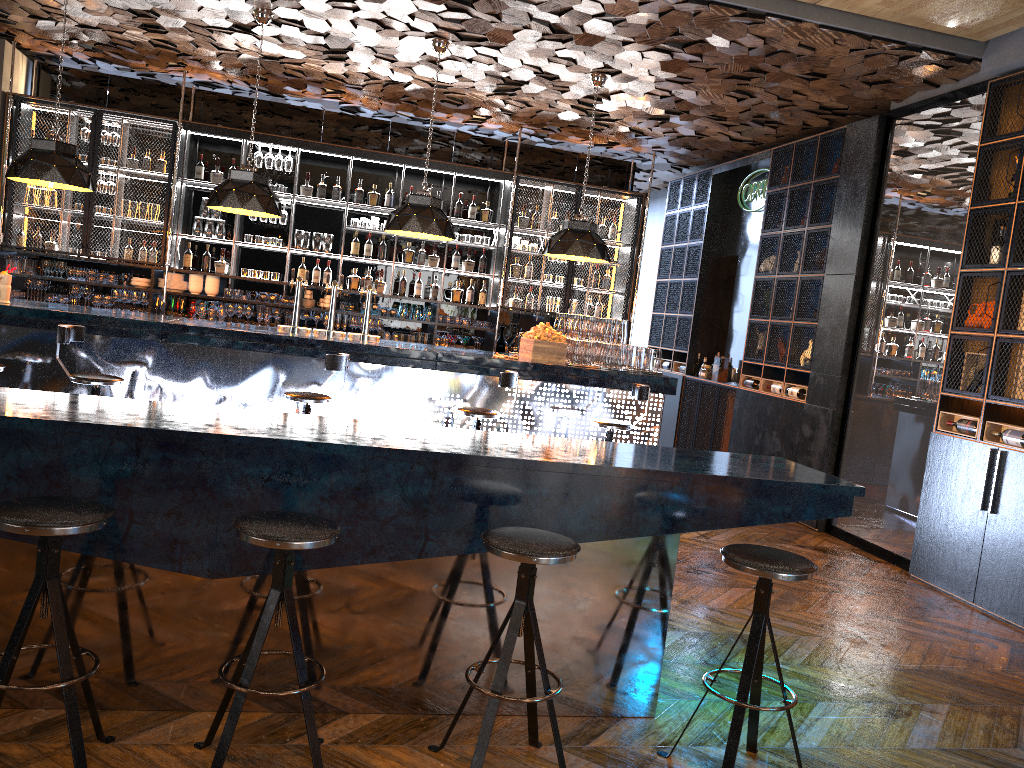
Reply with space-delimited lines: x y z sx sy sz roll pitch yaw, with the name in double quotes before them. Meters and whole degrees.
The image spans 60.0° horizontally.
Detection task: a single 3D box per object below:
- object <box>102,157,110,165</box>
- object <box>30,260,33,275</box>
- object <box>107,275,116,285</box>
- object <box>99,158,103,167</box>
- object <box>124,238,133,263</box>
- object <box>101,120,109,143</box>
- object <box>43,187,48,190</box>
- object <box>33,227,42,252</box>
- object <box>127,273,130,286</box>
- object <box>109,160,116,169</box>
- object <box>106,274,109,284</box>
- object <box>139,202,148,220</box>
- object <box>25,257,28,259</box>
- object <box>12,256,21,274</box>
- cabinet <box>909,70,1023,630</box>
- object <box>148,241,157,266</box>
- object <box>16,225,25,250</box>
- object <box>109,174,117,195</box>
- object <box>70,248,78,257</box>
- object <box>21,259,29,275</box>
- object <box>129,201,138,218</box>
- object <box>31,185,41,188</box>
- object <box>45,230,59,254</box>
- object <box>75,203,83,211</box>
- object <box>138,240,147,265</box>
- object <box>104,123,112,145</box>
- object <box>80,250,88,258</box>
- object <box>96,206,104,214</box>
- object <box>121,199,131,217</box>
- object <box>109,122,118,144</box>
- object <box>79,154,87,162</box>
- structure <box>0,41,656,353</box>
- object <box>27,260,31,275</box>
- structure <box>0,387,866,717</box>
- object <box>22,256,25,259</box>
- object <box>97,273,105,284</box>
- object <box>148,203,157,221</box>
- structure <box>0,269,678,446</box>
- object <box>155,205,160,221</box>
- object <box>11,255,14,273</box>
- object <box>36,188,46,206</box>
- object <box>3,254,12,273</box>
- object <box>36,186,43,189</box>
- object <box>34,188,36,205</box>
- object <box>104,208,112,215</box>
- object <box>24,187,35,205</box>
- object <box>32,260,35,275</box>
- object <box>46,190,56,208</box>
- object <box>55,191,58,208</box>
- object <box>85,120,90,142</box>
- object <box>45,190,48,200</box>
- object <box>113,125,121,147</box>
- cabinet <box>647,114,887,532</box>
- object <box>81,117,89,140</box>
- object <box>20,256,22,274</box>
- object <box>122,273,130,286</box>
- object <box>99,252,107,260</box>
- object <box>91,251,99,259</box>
"object" -4.167 -2.279 9.096 0.077 0.080 0.077 9 5 22
"object" -4.901 -1.187 9.008 0.051 0.152 0.058 10 6 38
"object" -4.095 -1.066 9.067 0.078 0.099 0.078 11 6 44
"object" -4.280 -2.302 9.223 0.077 0.080 0.077 11 6 42
"object" -4.016 -1.396 9.295 0.075 0.261 0.075 10 5 35
"object" -4.158 -2.574 9.051 0.081 0.213 0.081 6 4 -8
"object" -4.738 -2.079 9.053 0.092 0.182 0.092 5 5 -18
"object" -4.850 -1.480 9.069 0.075 0.260 0.075 9 5 20
"object" -4.070 -1.101 9.347 0.074 0.131 0.074 7 4 -1
"object" -4.176 -2.293 9.258 0.077 0.080 0.077 9 5 22
"object" -4.147 -1.078 9.147 0.078 0.099 0.078 11 6 44
"object" -3.849 -1.803 9.253 0.092 0.182 0.092 5 5 -18
"object" -5.031 -1.224 9.132 0.067 0.174 0.067 9 5 26
"object" -4.965 -1.197 8.888 0.067 0.174 0.067 9 5 26
"cabinet" 3.825 -0.107 4.182 0.691 3.514 4.416 6 5 -13
"object" -3.783 -1.373 9.351 0.075 0.260 0.075 10 5 35
"object" -5.018 -1.499 9.057 0.075 0.261 0.075 10 5 35
"object" -4.162 -2.085 9.250 0.081 0.213 0.081 6 4 -8
"object" -4.511 -1.352 9.126 0.077 0.080 0.077 9 5 26
"object" -4.883 -1.176 8.890 0.051 0.152 0.058 6 4 -8
"object" -3.974 -1.821 9.302 0.092 0.182 0.092 5 5 -18
"object" -4.835 -2.088 9.022 0.092 0.182 0.092 5 5 -18
"object" -4.721 -1.458 9.110 0.108 0.244 0.108 7 4 0
"object" -4.469 -1.818 9.146 0.077 0.080 0.077 7 4 -2
"object" -3.887 -1.385 9.348 0.075 0.260 0.075 10 5 35
"object" -4.190 -2.589 9.191 0.081 0.213 0.081 6 4 -8
"object" -4.407 -1.340 9.139 0.077 0.080 0.077 5 5 -28
"object" -4.231 -1.786 9.109 0.077 0.080 0.077 6 5 -18
"object" -4.006 -1.817 9.191 0.092 0.182 0.092 5 5 -18
"object" -4.071 -2.565 9.072 0.081 0.213 0.081 6 4 -8
"object" -4.405 -2.308 9.105 0.077 0.080 0.077 5 5 -23
"structure" -1.856 -1.232 9.605 6.750 3.553 1.143 6 5 -13
"object" -4.892 -1.182 8.948 0.058 0.152 0.051 6 4 -9
"structure" -1.103 0.629 3.357 4.941 0.998 0.673 6 5 -13
"object" -5.012 -1.215 9.048 0.067 0.174 0.067 10 5 37
"object" -4.193 -1.078 9.051 0.078 0.103 0.078 9 5 29
"object" -3.753 -1.791 9.254 0.092 0.182 0.092 5 5 -18
"structure" -1.712 -0.087 7.205 6.009 1.685 1.214 6 5 -13
"object" -3.764 -1.800 9.348 0.092 0.182 0.092 5 5 -18
"object" -5.054 -1.211 8.932 0.067 0.174 0.067 9 5 27
"object" -4.805 -1.902 9.049 0.092 0.182 0.092 5 5 -18
"object" -5.040 -1.204 8.859 0.067 0.174 0.067 7 4 -5
"object" -4.861 -2.098 9.116 0.092 0.182 0.092 5 5 -18
"object" -4.937 -1.924 9.122 0.092 0.182 0.092 5 5 -18
"object" -4.226 -1.798 9.271 0.077 0.080 0.077 6 5 -18
"object" -4.905 -1.913 9.025 0.092 0.182 0.092 5 5 -18
"object" -4.911 -1.193 9.066 0.051 0.152 0.058 8 4 13
"object" -4.705 -1.891 9.062 0.092 0.182 0.092 5 5 -18
"object" -4.738 -1.902 9.153 0.092 0.182 0.092 5 5 -18
"object" -4.367 -2.607 9.149 0.081 0.213 0.081 6 4 -8
"object" -4.832 -1.913 9.140 0.092 0.182 0.092 5 5 -18
"object" -4.102 -2.580 9.212 0.081 0.213 0.081 6 4 -8
"cabinet" 2.588 -0.677 9.631 0.691 3.514 4.416 6 5 -13
"object" -4.335 -2.592 9.009 0.081 0.213 0.081 6 4 -8
"object" -4.989 -1.206 8.961 0.067 0.174 0.067 8 4 12
"object" -4.003 -1.080 9.182 0.074 0.131 0.074 7 4 -1
"object" -4.250 -1.326 9.207 0.077 0.080 0.077 5 5 -25
"object" -4.351 -1.341 9.239 0.077 0.080 0.077 11 6 42
